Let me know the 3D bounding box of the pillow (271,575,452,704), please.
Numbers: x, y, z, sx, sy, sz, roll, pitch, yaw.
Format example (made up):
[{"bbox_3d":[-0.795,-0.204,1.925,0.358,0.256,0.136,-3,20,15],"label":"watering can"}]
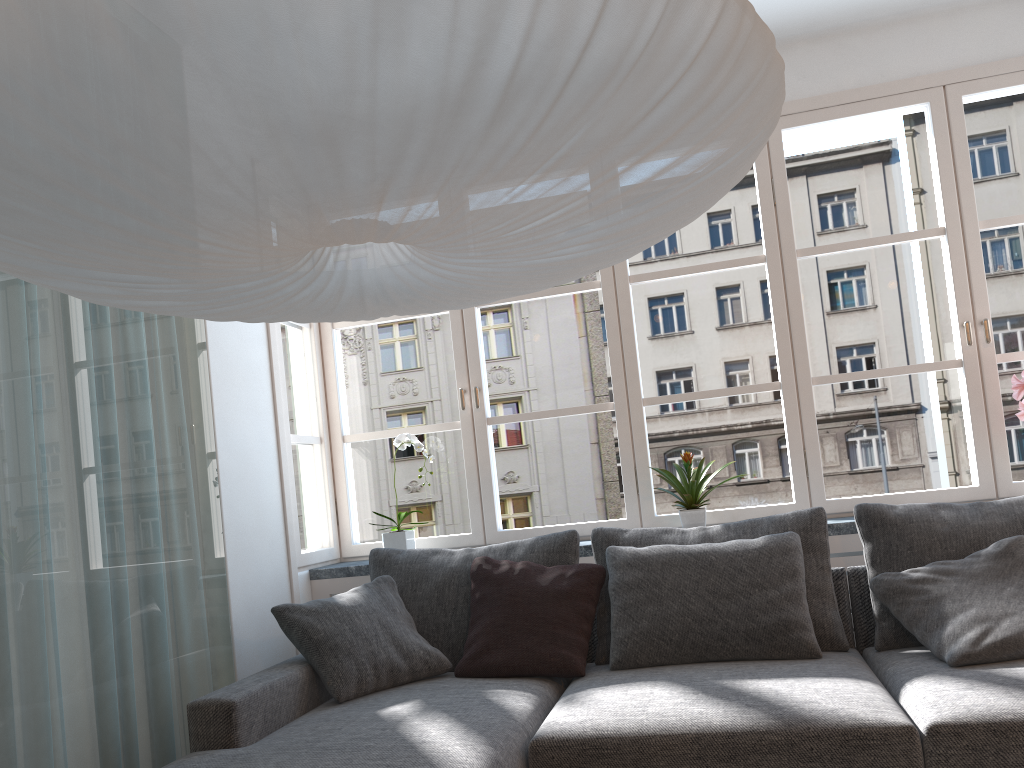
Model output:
[{"bbox_3d":[-0.512,0.861,3.025,0.514,0.358,0.349,-2,-7,-38],"label":"pillow"}]

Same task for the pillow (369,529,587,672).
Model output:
[{"bbox_3d":[-0.155,0.815,3.252,0.838,0.476,0.276,-7,-4,13],"label":"pillow"}]

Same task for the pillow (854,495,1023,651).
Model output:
[{"bbox_3d":[1.573,0.587,2.851,0.838,0.475,0.276,-7,-4,13],"label":"pillow"}]

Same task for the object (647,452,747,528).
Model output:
[{"bbox_3d":[0.741,0.428,3.525,0.375,0.327,0.325,-5,-5,-12],"label":"object"}]

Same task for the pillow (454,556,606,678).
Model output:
[{"bbox_3d":[0.059,0.791,3.042,0.522,0.401,0.312,-7,-5,15],"label":"pillow"}]

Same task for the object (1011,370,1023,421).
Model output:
[{"bbox_3d":[1.994,0.083,3.251,0.201,0.687,0.299,-5,-3,-8],"label":"object"}]

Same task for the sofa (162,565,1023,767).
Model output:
[{"bbox_3d":[0.573,0.923,2.188,3.073,0.668,2.048,-7,-7,13],"label":"sofa"}]

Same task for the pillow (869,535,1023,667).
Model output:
[{"bbox_3d":[1.407,0.637,2.642,0.492,0.319,0.447,-5,-6,-6],"label":"pillow"}]

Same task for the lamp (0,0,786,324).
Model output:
[{"bbox_3d":[-0.273,-0.289,1.558,1.468,0.209,1.481,0,-9,-40],"label":"lamp"}]

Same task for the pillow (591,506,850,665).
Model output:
[{"bbox_3d":[0.690,0.703,3.067,0.841,0.473,0.277,-7,-4,13],"label":"pillow"}]

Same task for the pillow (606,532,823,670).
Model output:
[{"bbox_3d":[0.646,0.716,2.930,0.668,0.395,0.293,-7,-4,13],"label":"pillow"}]
